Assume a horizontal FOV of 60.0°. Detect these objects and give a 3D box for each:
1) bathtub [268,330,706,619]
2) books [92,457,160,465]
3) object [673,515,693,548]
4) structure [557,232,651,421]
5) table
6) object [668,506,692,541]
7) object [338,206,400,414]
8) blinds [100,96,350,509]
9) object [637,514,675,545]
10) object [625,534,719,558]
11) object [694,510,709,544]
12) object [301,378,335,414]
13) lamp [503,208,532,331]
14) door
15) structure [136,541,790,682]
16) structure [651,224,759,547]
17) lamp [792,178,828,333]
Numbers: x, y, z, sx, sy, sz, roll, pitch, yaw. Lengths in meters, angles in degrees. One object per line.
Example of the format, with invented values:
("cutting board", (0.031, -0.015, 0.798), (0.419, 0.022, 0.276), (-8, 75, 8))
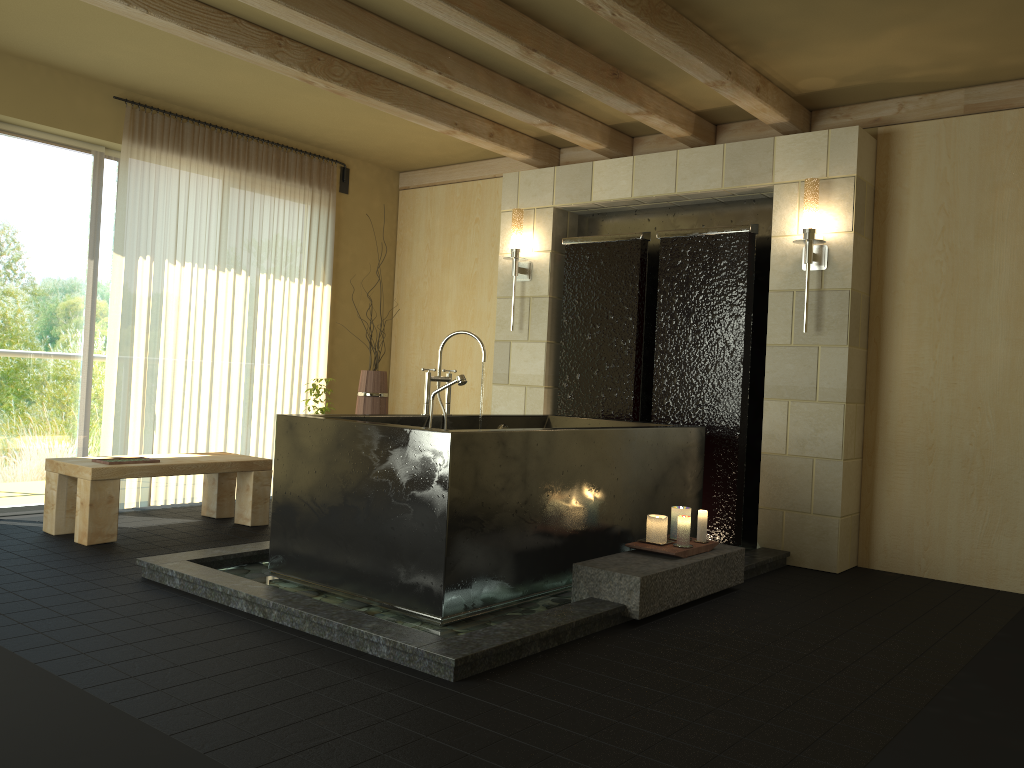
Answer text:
("bathtub", (0.010, 0.310, 4.501), (1.068, 1.162, 2.131), (3, 0, 38))
("books", (-2.119, 0.422, 4.872), (0.181, 0.014, 0.294), (3, 0, 38))
("object", (0.785, 0.674, 4.056), (0.091, 0.140, 0.091), (3, 0, 34))
("structure", (0.561, 0.041, 5.840), (0.641, 2.068, 0.094), (2, -1, 38))
("table", (-2.015, 0.633, 5.130), (0.513, 0.400, 1.124), (3, 0, 38))
("object", (0.807, 0.667, 4.241), (0.112, 0.154, 0.112), (3, 0, 34))
("object", (-1.061, -0.208, 6.438), (0.468, 2.180, 0.462), (3, -1, -1))
("blinds", (-1.931, -0.476, 6.240), (0.064, 2.580, 1.943), (2, -1, 37))
("object", (0.674, 0.675, 4.124), (0.131, 0.124, 0.131), (3, 0, 38))
("object", (0.750, 0.757, 4.136), (0.254, 0.031, 0.441), (3, 0, 38))
("object", (0.899, 0.673, 4.190), (0.056, 0.151, 0.056), (2, -1, 38))
("object", (-1.334, 0.399, 6.038), (0.242, 0.930, 0.266), (3, -1, -14))
("lamp", (0.025, -0.785, 6.112), (0.176, 0.837, 0.188), (2, -1, 38))
("door", (-2.885, -0.360, 5.394), (0.063, 2.333, 1.037), (2, -1, 37))
("structure", (0.269, 1.068, 4.816), (1.973, 0.636, 3.798), (3, 0, 38))
("structure", (1.127, 0.071, 5.390), (0.641, 2.068, 0.094), (2, -1, 38))
("lamp", (1.623, -0.699, 4.844), (0.176, 0.837, 0.188), (2, -1, 38))
